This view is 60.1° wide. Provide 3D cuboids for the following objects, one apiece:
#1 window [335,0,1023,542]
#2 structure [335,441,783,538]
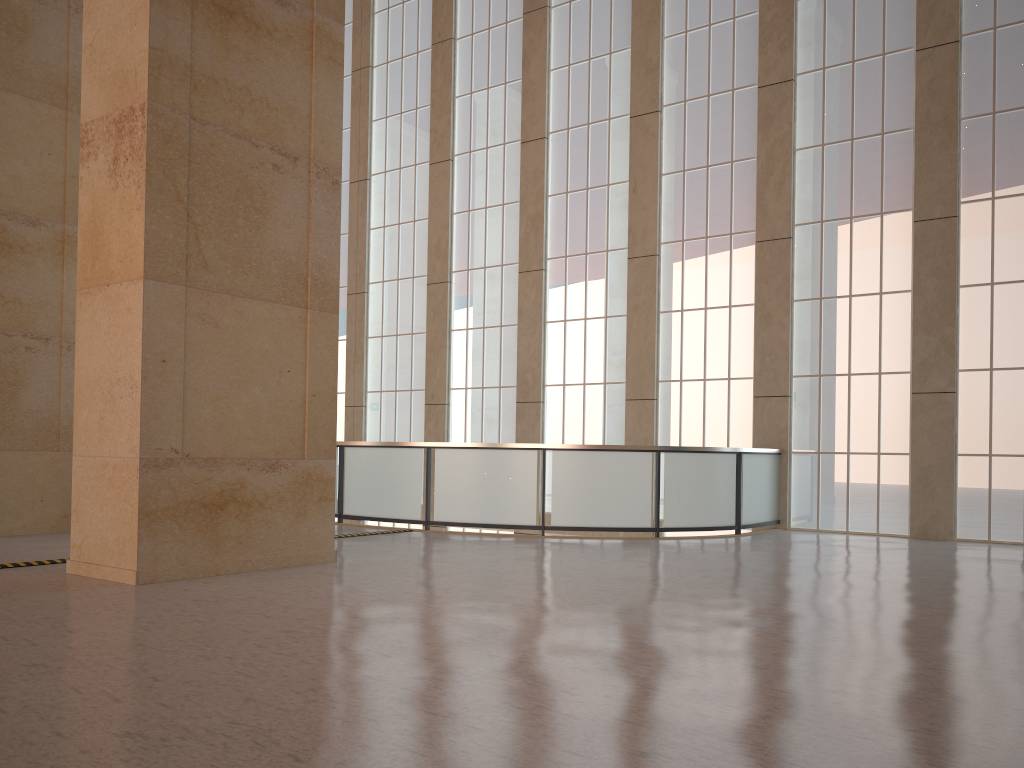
[{"bbox_3d":[-51.825,2.344,61.514,164.891,28.632,0.010,-2,-2,36],"label":"window"},{"bbox_3d":[-0.994,2.260,20.065,13.074,1.793,5.258,-1,-5,25],"label":"structure"}]
